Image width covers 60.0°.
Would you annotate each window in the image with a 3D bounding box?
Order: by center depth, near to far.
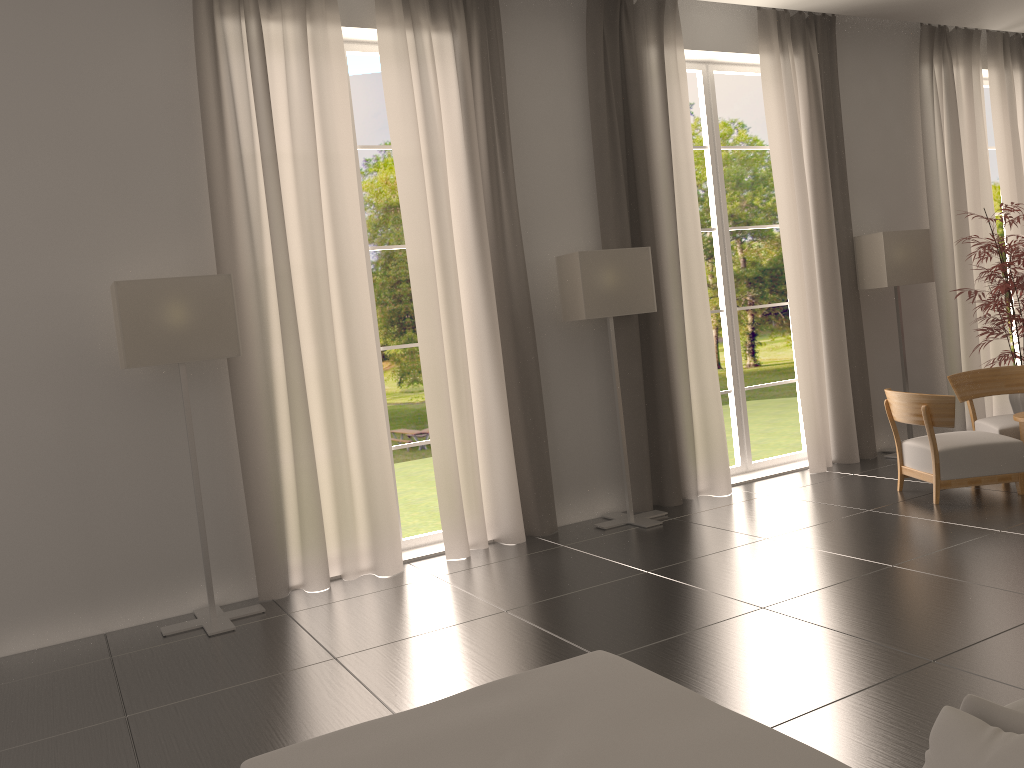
[{"bbox_3d":[16.394,-5.347,7.005,48.673,20.565,99.105,-8,4,-28],"label":"window"},{"bbox_3d":[-1.656,-0.944,9.944,2.646,5.746,0.110,-8,3,-28],"label":"window"},{"bbox_3d":[2.978,-1.600,12.415,2.646,5.746,0.110,-8,3,-28],"label":"window"},{"bbox_3d":[7.611,-2.256,14.886,2.646,5.746,0.110,-8,3,-28],"label":"window"}]

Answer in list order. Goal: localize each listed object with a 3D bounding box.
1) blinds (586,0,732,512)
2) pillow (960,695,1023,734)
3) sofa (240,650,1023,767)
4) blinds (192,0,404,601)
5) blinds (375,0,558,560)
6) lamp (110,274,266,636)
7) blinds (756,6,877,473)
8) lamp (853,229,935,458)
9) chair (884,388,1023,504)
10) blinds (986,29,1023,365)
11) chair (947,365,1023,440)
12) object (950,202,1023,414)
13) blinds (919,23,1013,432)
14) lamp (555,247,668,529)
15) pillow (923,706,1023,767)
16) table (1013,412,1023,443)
[{"bbox_3d":[1.793,-1.703,11.099,1.551,6.427,0.415,-7,3,-24],"label":"blinds"},{"bbox_3d":[1.216,1.120,1.861,0.550,0.577,0.919,-8,3,-28],"label":"pillow"},{"bbox_3d":[-0.670,1.808,0.742,5.610,1.204,5.524,-8,4,-28],"label":"sofa"},{"bbox_3d":[-2.185,-1.140,8.978,1.551,6.427,0.415,-7,3,-24],"label":"blinds"},{"bbox_3d":[-0.492,-1.380,9.879,1.551,6.427,0.417,-8,3,-32],"label":"blinds"},{"bbox_3d":[-2.941,0.627,8.167,1.001,3.176,0.908,-8,3,-28],"label":"lamp"},{"bbox_3d":[4.277,-2.055,12.422,1.551,6.427,0.417,-8,3,-32],"label":"blinds"},{"bbox_3d":[5.593,-0.580,12.719,1.001,3.176,0.908,-8,3,-28],"label":"lamp"},{"bbox_3d":[4.969,0.630,10.073,1.151,1.226,1.453,-6,3,-3],"label":"chair"},{"bbox_3d":[8.596,-2.666,14.725,1.551,6.427,0.417,-8,3,-32],"label":"blinds"},{"bbox_3d":[6.324,0.425,11.016,1.451,1.226,1.152,-6,3,7],"label":"chair"},{"bbox_3d":[6.932,-0.805,12.276,1.773,3.395,1.488,-9,3,-43],"label":"object"},{"bbox_3d":[7.111,-2.456,13.935,1.551,6.427,0.415,-7,3,-24],"label":"blinds"},{"bbox_3d":[1.231,0.037,10.392,1.001,3.176,0.908,-8,3,-28],"label":"lamp"},{"bbox_3d":[1.089,1.117,1.797,0.586,0.598,0.801,-8,3,-28],"label":"pillow"},{"bbox_3d":[6.120,0.727,9.889,0.870,0.802,0.870,-7,3,-5],"label":"table"}]
